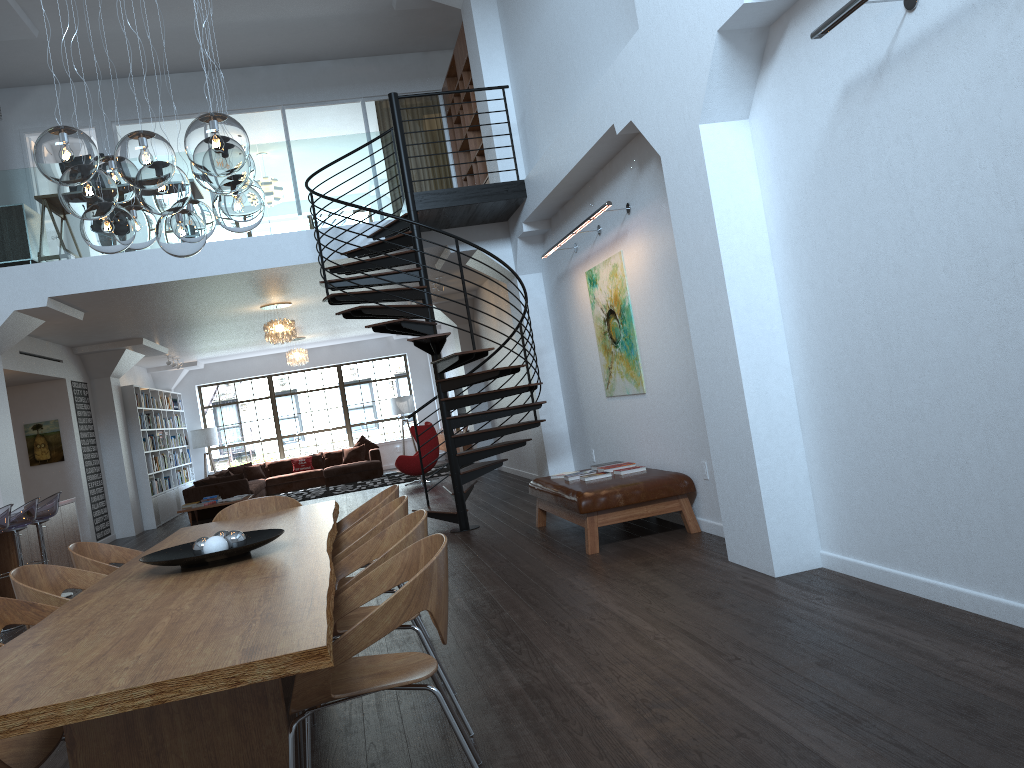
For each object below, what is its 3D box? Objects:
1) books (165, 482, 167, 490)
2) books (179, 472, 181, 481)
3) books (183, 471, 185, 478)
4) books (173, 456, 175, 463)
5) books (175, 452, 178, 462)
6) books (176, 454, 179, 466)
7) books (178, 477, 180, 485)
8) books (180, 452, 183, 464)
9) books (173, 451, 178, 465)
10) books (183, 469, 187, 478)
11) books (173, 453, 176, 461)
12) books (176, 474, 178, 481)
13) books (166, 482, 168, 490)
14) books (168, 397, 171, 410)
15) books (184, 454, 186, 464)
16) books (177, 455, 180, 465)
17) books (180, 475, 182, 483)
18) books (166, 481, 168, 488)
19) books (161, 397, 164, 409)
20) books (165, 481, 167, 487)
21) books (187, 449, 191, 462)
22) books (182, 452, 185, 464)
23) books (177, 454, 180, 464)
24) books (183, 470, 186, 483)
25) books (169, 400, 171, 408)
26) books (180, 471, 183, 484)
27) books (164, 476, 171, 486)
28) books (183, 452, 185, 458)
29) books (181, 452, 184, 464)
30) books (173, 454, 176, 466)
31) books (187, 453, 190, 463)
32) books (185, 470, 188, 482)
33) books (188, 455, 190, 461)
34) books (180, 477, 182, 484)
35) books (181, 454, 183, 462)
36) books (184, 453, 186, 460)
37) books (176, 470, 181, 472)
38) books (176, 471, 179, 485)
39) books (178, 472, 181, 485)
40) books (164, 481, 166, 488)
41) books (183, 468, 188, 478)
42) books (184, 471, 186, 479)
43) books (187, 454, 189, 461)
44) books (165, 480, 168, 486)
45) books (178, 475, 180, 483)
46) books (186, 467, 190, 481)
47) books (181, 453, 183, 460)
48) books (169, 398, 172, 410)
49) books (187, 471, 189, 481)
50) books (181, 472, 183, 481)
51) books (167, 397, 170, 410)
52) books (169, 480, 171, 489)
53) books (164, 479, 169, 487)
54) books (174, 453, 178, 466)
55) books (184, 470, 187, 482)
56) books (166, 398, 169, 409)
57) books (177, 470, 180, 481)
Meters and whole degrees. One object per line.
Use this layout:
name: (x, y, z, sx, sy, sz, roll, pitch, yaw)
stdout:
books: (-6.379, 1.870, 16.211, 0.110, 0.153, 0.019, -9, -1, -11)
books: (-6.649, 1.879, 17.531, 0.183, 0.253, 0.034, -9, -1, -12)
books: (-6.756, 1.901, 18.036, 0.183, 0.253, 0.036, -9, -1, -11)
books: (-6.650, 1.491, 17.213, 0.182, 0.255, 0.077, -9, -1, -11)
books: (-6.727, 1.490, 17.560, 0.176, 0.293, 0.125, -9, -1, -11)
books: (-6.735, 1.516, 17.647, 0.174, 0.242, 0.105, -9, -1, -11)
books: (-6.620, 1.874, 17.393, 0.160, 0.250, 0.026, -9, -1, -12)
books: (-6.813, 1.528, 18.051, 0.174, 0.251, 0.051, -9, -1, -11)
books: (-6.720, 1.489, 17.498, 0.197, 0.290, 0.136, -9, -1, -11)
books: (-6.817, 1.898, 18.269, 0.198, 0.284, 0.066, -9, -1, -11)
books: (-6.682, 1.498, 17.351, 0.182, 0.255, 0.077, -9, -1, -11)
books: (-6.596, 1.882, 17.265, 0.161, 0.223, 0.026, -9, -1, -12)
books: (-6.388, 1.868, 16.275, 0.106, 0.162, 0.032, -9, -1, -11)
books: (-6.933, 0.407, 17.715, 0.183, 0.253, 0.034, -9, -1, -11)
books: (-6.890, 1.569, 18.473, 0.161, 0.221, 0.035, -9, -1, -12)
books: (-6.749, 1.515, 17.699, 0.170, 0.251, 0.118, -9, -1, -11)
books: (-6.680, 1.892, 17.649, 0.174, 0.240, 0.045, -9, -1, -12)
books: (-6.393, 1.867, 16.299, 0.107, 0.167, 0.017, -9, -1, -11)
books: (-6.811, 0.382, 17.071, 0.160, 0.251, 0.039, -9, -1, -11)
books: (-6.389, 1.866, 16.247, 0.120, 0.167, 0.020, -9, -1, -11)
books: (-7.005, 1.552, 19.032, 0.176, 0.290, 0.053, -9, -1, -11)
books: (-6.874, 1.541, 18.338, 0.183, 0.253, 0.042, -9, -1, -11)
books: (-6.754, 1.532, 17.773, 0.161, 0.222, 0.084, -9, -1, -11)
books: (-6.759, 1.902, 18.072, 0.183, 0.253, 0.037, -9, -1, -11)
books: (-6.956, 0.413, 17.820, 0.160, 0.250, 0.026, -9, -1, -11)
books: (-6.678, 1.885, 17.690, 0.183, 0.253, 0.034, -9, -1, -12)
books: (-6.478, 1.851, 16.622, 0.140, 0.231, 0.042, -9, -1, -11)
books: (-6.894, 1.547, 18.437, 0.160, 0.251, 0.039, -9, -1, -11)
books: (-6.852, 1.539, 18.220, 0.171, 0.246, 0.036, -9, -1, -11)
books: (-6.667, 1.501, 17.313, 0.174, 0.243, 0.085, -9, -1, -11)
books: (-6.966, 1.584, 18.884, 0.161, 0.213, 0.118, -9, -1, -11)
books: (-6.813, 1.917, 18.332, 0.189, 0.247, 0.057, -9, -1, -11)
books: (-6.981, 1.588, 18.932, 0.161, 0.213, 0.146, -9, -1, -11)
books: (-6.665, 1.897, 17.616, 0.161, 0.223, 0.027, -9, -1, -12)
books: (-6.820, 1.545, 18.121, 0.161, 0.223, 0.030, -9, -1, -11)
books: (-6.915, 1.564, 18.558, 0.168, 0.228, 0.139, -9, -1, -11)
books: (-6.697, 1.870, 17.722, 0.176, 0.290, 0.036, -9, -1, -12)
books: (-6.629, 1.858, 17.345, 0.198, 0.284, 0.066, -9, -1, -12)
books: (-6.647, 1.878, 17.497, 0.183, 0.253, 0.034, -9, -1, -12)
books: (-6.373, 1.856, 16.122, 0.128, 0.178, 0.021, -9, -1, -11)
books: (-6.810, 1.891, 18.385, 0.140, 0.298, 0.044, -9, -1, -11)
books: (-6.783, 1.909, 18.183, 0.160, 0.250, 0.027, -9, -1, -11)
books: (-6.948, 1.568, 18.786, 0.172, 0.235, 0.112, -9, -1, -11)
books: (-6.412, 1.867, 16.346, 0.126, 0.173, 0.032, -9, -1, -11)
books: (-6.621, 1.888, 17.418, 0.161, 0.223, 0.026, -9, -1, -12)
books: (-6.871, 1.908, 18.596, 0.176, 0.290, 0.053, -9, -1, -11)
books: (-6.842, 1.535, 18.152, 0.183, 0.253, 0.039, -9, -1, -11)
books: (-6.959, 0.412, 17.849, 0.183, 0.253, 0.034, -9, -1, -11)
books: (-6.849, 1.925, 18.515, 0.171, 0.246, 0.057, -9, -1, -11)
books: (-6.702, 1.887, 17.769, 0.180, 0.259, 0.060, -9, -1, -12)
books: (-6.930, 0.406, 17.682, 0.183, 0.253, 0.034, -9, -1, -11)
books: (-6.455, 1.862, 16.539, 0.146, 0.202, 0.027, -9, -1, -11)
books: (-6.426, 1.861, 16.401, 0.139, 0.191, 0.036, -9, -1, -11)
books: (-6.680, 1.500, 17.399, 0.182, 0.253, 0.098, -9, -1, -11)
books: (-6.787, 1.908, 18.215, 0.183, 0.253, 0.037, -9, -1, -11)
books: (-6.912, 0.406, 17.602, 0.171, 0.246, 0.057, -9, -1, -11)
books: (-6.642, 1.858, 17.455, 0.176, 0.290, 0.053, -9, -1, -12)
